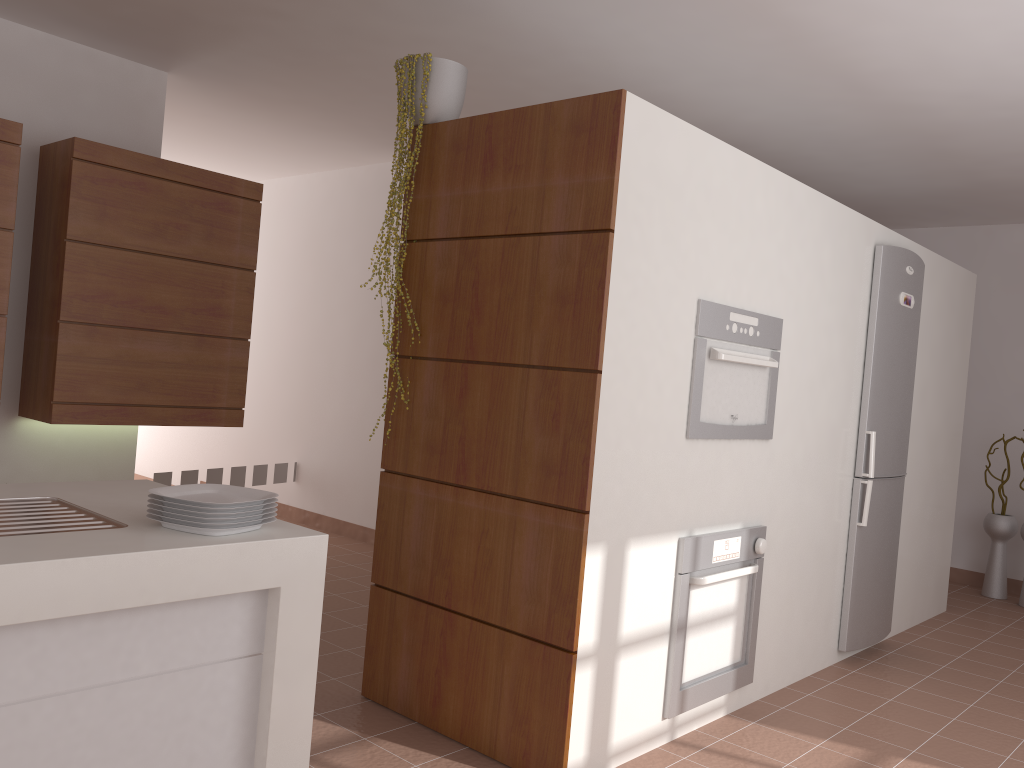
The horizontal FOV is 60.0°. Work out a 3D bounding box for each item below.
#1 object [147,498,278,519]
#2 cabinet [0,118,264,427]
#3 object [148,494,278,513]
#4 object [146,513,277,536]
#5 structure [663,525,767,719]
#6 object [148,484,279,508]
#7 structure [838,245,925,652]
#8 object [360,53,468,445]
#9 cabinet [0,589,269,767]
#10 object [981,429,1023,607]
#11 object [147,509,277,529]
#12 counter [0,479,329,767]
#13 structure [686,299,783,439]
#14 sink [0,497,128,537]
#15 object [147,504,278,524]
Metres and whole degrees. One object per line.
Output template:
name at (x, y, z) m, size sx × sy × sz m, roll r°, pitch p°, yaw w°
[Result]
object at (-0.622, 0.257, 1.851) m, size 0.228 × 0.020 × 0.228 m, roll 5°, pitch 1°, yaw 23°
cabinet at (-3.115, -0.531, 2.850) m, size 0.754 × 1.200 × 4.718 m, roll 5°, pitch 1°, yaw 42°
object at (-0.622, 0.247, 1.851) m, size 0.228 × 0.020 × 0.228 m, roll 5°, pitch 1°, yaw 23°
object at (-0.625, 0.288, 1.852) m, size 0.228 × 0.020 × 0.228 m, roll 5°, pitch 1°, yaw 23°
structure at (0.734, 0.813, 3.109) m, size 0.058 × 0.592 × 0.596 m, roll 5°, pitch 1°, yaw 42°
object at (-0.621, 0.237, 1.851) m, size 0.228 × 0.020 × 0.228 m, roll 5°, pitch 1°, yaw 23°
structure at (1.777, 0.299, 4.198) m, size 0.089 × 1.862 × 0.604 m, roll 5°, pitch 1°, yaw 42°
object at (-0.357, -0.457, 3.108) m, size 0.297 × 1.344 × 0.279 m, roll 5°, pitch 1°, yaw 1°
cabinet at (-1.481, 0.681, 1.310) m, size 0.737 × 0.700 × 2.048 m, roll 5°, pitch 1°, yaw 42°
object at (3.287, 0.848, 5.585) m, size 0.284 × 1.112 × 0.655 m, roll 5°, pitch 1°, yaw -29°
object at (-0.624, 0.278, 1.852) m, size 0.228 × 0.020 × 0.228 m, roll 5°, pitch 1°, yaw 23°
counter at (-1.443, 0.634, 1.354) m, size 0.821 × 0.800 × 2.156 m, roll 5°, pitch 1°, yaw 42°
structure at (0.810, -0.032, 3.095) m, size 0.056 × 0.454 × 0.614 m, roll 5°, pitch 1°, yaw 42°
sink at (-1.130, 0.251, 1.666) m, size 0.404 × 0.368 × 0.668 m, roll 5°, pitch 1°, yaw 42°
object at (-0.623, 0.268, 1.851) m, size 0.228 × 0.020 × 0.228 m, roll 5°, pitch 1°, yaw 23°
